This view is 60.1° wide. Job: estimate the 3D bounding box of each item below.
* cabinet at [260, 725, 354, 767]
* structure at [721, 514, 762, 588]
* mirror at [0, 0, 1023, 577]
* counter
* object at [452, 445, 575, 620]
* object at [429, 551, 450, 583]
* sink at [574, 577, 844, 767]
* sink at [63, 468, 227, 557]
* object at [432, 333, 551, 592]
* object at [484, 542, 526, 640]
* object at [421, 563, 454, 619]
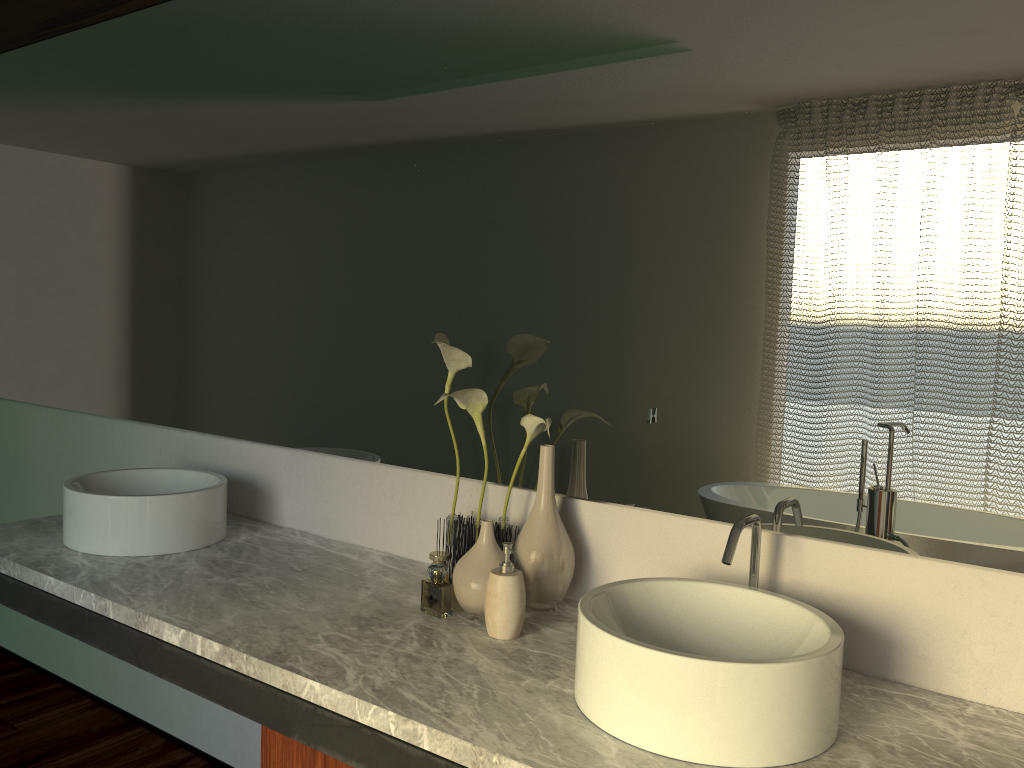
[{"bbox_3d":[-0.035,0.821,1.517,0.675,0.600,0.500,5,5,36],"label":"cabinet"},{"bbox_3d":[0.341,0.325,1.390,0.068,0.242,0.160,6,5,39],"label":"structure"},{"bbox_3d":[-0.393,-0.405,2.023,4.176,1.152,0.017,5,5,36],"label":"mirror"},{"bbox_3d":[-0.207,0.463,1.581,2.313,0.101,0.573,5,5,36],"label":"counter"},{"bbox_3d":[0.008,0.266,1.617,0.235,0.305,0.122,0,5,-27],"label":"object"},{"bbox_3d":[-0.137,0.363,1.662,0.038,0.092,0.066,2,4,-5],"label":"object"},{"bbox_3d":[0.270,0.388,1.246,0.361,0.131,0.353,3,4,13],"label":"sink"},{"bbox_3d":[-0.847,0.289,2.056,0.366,0.131,0.348,5,5,38],"label":"sink"},{"bbox_3d":[-0.035,0.159,1.681,0.246,0.504,0.186,3,4,14],"label":"object"},{"bbox_3d":[-0.011,0.346,1.496,0.072,0.158,0.069,4,4,18],"label":"object"},{"bbox_3d":[-0.134,0.367,1.588,0.038,0.090,0.058,-2,6,-44],"label":"object"}]
